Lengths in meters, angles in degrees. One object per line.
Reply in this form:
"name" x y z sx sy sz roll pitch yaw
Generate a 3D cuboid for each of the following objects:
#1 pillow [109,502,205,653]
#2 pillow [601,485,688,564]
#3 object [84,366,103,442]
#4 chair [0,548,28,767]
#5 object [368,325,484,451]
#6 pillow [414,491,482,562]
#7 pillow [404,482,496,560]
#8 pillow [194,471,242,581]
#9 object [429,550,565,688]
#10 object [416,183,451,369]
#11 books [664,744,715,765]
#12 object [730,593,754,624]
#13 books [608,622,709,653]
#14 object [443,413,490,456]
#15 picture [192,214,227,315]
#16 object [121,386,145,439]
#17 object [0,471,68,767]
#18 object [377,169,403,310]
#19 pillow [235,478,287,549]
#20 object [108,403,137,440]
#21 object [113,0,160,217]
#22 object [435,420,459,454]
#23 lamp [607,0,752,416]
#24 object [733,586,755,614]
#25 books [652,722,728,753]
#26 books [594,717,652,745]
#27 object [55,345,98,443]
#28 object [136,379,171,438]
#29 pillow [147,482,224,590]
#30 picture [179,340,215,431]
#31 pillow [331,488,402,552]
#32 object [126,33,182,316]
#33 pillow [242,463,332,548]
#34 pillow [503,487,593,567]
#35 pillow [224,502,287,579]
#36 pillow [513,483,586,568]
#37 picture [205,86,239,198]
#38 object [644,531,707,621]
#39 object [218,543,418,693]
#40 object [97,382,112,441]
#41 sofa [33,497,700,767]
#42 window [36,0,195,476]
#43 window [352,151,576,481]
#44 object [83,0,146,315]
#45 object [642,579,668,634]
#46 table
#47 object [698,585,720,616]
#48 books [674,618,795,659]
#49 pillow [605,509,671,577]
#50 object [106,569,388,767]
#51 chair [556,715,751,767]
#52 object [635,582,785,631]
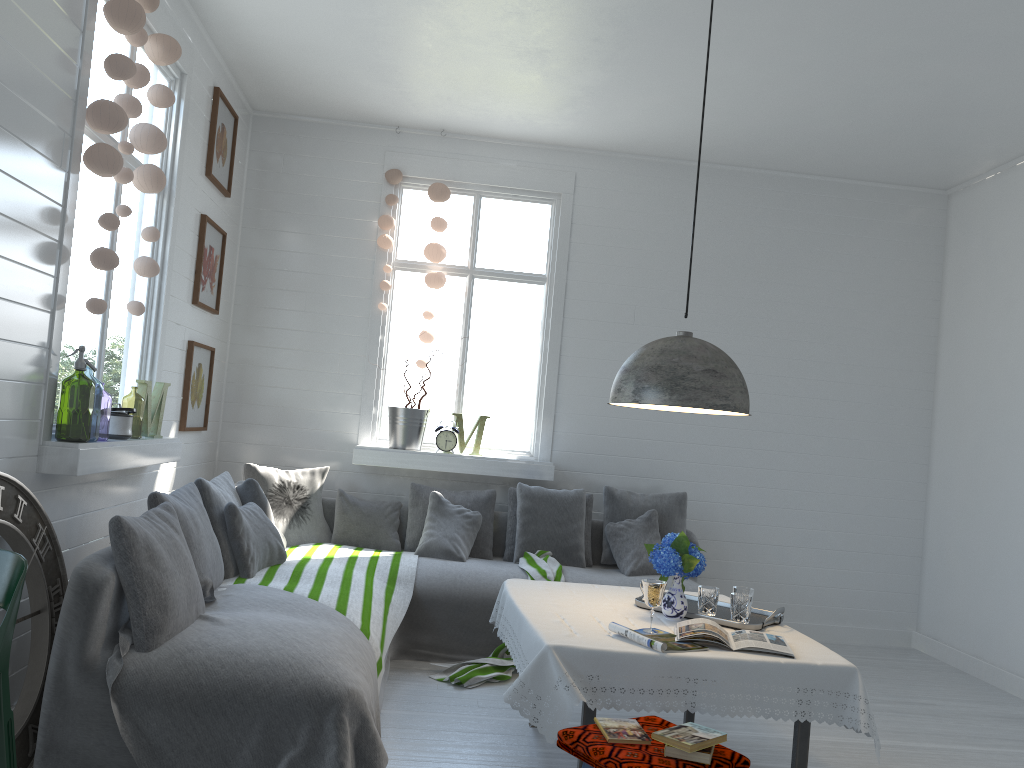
"pillow" -1.411 0.765 3.565 0.279 0.521 0.639 5 -3 -5
"pillow" 0.970 1.047 6.463 0.639 0.560 0.279 5 -2 -4
"object" -1.894 0.087 3.932 0.137 0.335 0.137 5 -2 2
"chair" -1.637 0.923 2.173 0.651 1.006 0.731 5 -2 -5
"object" -0.671 0.019 6.382 0.847 0.935 0.635 3 -3 42
"pillow" -0.433 0.988 6.086 0.380 0.463 0.417 5 -2 10
"pillow" -0.438 0.996 6.345 0.639 0.521 0.279 5 -2 -5
"pillow" -1.609 0.794 4.977 0.279 0.560 0.639 5 -3 -4
"object" 0.057 1.321 5.612 0.622 0.832 1.582 4 -3 20
"object" -0.601 -0.823 6.729 0.200 1.425 0.197 4 -2 36
"books" 0.518 1.048 2.573 0.128 0.030 0.182 4 -3 17
"object" 0.961 0.943 3.723 0.095 0.119 0.096 4 -2 20
"books" 0.535 0.925 3.252 0.229 0.043 0.300 7 -3 -31
"object" -0.344 0.386 6.730 0.330 0.311 0.052 6 -2 -15
"picture" -2.021 -0.786 5.939 0.036 0.580 0.556 5 -2 -5
"object" -1.953 0.147 4.556 0.111 0.269 0.111 5 -2 13
"object" -1.766 0.877 3.093 0.585 1.137 1.111 6 -3 -19
"object" -0.955 -1.103 6.755 0.153 1.088 0.150 6 -2 -29
"pillow" -1.595 0.827 5.488 0.344 0.526 0.616 5 -3 -6
"object" -1.945 0.179 4.315 0.208 0.174 0.186 6 -3 -24
"object" -1.765 -1.312 4.120 0.152 1.088 0.150 4 -2 31
"object" -0.486 0.395 6.592 0.182 0.250 0.075 5 -2 -5
"lamp" 0.792 -0.909 3.774 0.601 2.043 0.600 6 -2 -34
"object" 1.016 0.957 3.906 0.095 0.119 0.096 4 -2 20
"books" 0.516 1.021 2.573 0.189 0.022 0.133 8 -4 -44
"books" 0.332 1.046 2.675 0.133 0.012 0.189 5 -3 -7
"object" -1.861 0.040 3.796 0.136 0.415 0.136 5 -2 -8
"object" -1.968 0.139 4.808 0.052 0.311 0.331 5 -2 5
"pillow" -1.561 0.760 4.281 0.280 0.520 0.641 5 -3 -4
"picture" -2.093 0.024 5.912 0.036 0.580 0.556 5 -2 -5
"pillow" -1.011 0.980 6.300 0.495 0.438 0.280 5 -2 -3
"object" -1.817 -1.051 4.428 0.196 1.425 0.200 5 -2 6
"pillow" -1.512 0.844 6.122 0.395 0.560 0.639 4 -3 35
"pillow" 0.272 1.035 6.415 0.641 0.520 0.280 5 -2 -4
"pillow" -1.470 0.859 4.914 0.277 0.445 0.528 5 -3 10
"pillow" 0.274 1.010 6.270 0.509 0.572 0.296 5 -2 -5
"picture" -1.947 -1.611 5.967 0.036 0.580 0.556 5 -2 -5
"object" 0.680 0.800 3.724 0.265 0.376 0.236 5 -2 -3
"object" -1.070 1.270 4.673 1.044 0.473 3.166 5 -3 -4
"object" -1.902 0.126 4.072 0.111 0.269 0.111 5 -2 13
"sofa" -0.152 1.291 4.912 3.408 0.898 3.396 5 -3 -5
"window" -1.878 -0.790 4.431 0.254 2.397 1.483 5 -2 -5
"window" -0.337 -0.533 6.739 1.482 2.397 0.379 5 -2 -5
"object" -1.775 -1.003 3.887 0.197 1.403 0.193 7 -3 -44
"object" 0.534 0.844 3.364 0.098 0.191 0.098 5 -2 16
"table" 0.573 1.332 3.753 1.327 0.724 1.671 5 -3 -3
"object" 0.849 0.939 3.841 0.096 0.119 0.095 6 -2 -20
"books" 0.829 0.950 3.349 0.422 0.049 0.300 5 -3 10
"pillow" 0.897 1.112 6.194 0.380 0.463 0.416 6 -3 -19
"object" -1.075 1.146 3.580 1.683 0.924 1.214 3 -3 36
"chair" 0.393 1.341 2.627 0.419 0.562 0.419 7 -3 -35
"object" 0.866 0.967 3.900 0.651 0.092 0.399 3 -4 38
